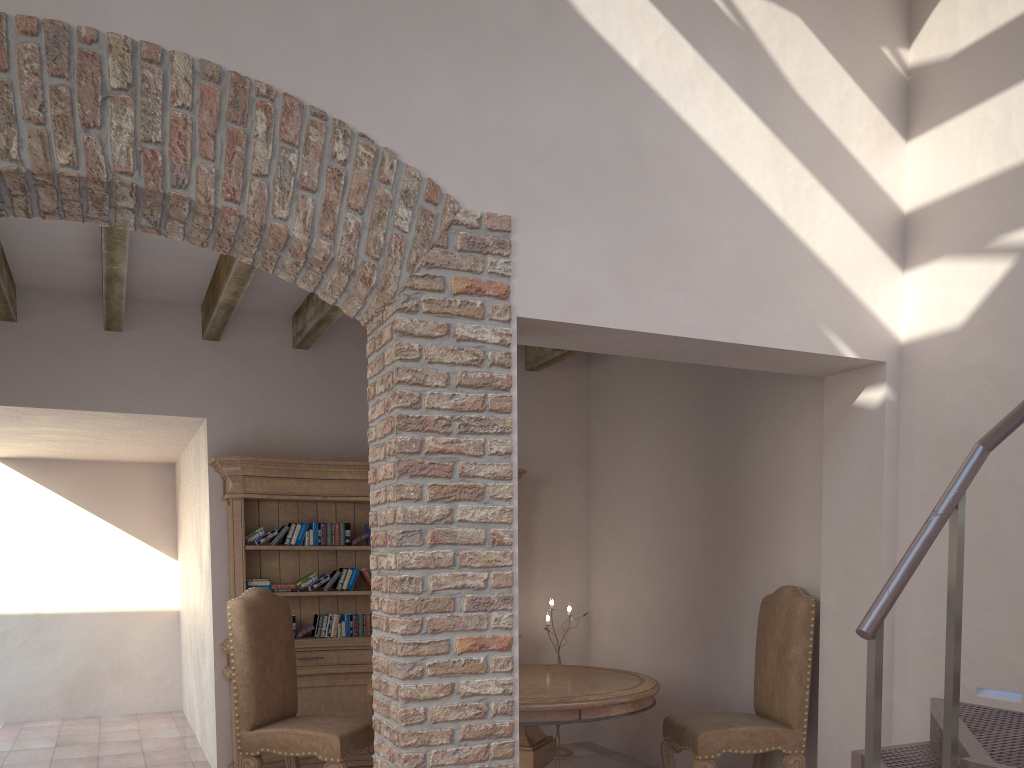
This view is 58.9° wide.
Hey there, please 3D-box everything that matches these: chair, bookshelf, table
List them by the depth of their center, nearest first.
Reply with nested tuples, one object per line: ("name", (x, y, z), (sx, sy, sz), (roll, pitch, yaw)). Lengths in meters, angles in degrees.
("chair", (-1.034, 1.656, 4.651), (0.634, 1.250, 0.548), (0, 2, 15))
("chair", (1.150, 1.651, 4.665), (0.643, 1.250, 0.540), (0, 2, -10))
("table", (0.017, 1.933, 4.791), (1.503, 0.742, 1.556), (-7, -11, 41))
("bookshelf", (-0.861, 1.530, 5.893), (2.042, 2.009, 0.478), (1, 2, -25))

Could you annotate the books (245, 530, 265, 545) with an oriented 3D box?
("books", (-1.585, 0.940, 5.540), (0.140, 0.100, 0.122), (2, -6, -25))

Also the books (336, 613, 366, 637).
("books", (-1.041, 1.551, 5.835), (0.183, 0.144, 0.135), (2, -4, -26))

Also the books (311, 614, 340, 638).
("books", (-1.186, 1.537, 5.765), (0.164, 0.150, 0.122), (2, -3, -25))

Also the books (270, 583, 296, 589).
("books", (-1.426, 1.257, 5.635), (0.145, 0.030, 0.123), (5, -11, -24))

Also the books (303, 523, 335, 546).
("books", (-1.218, 0.948, 5.711), (0.183, 0.144, 0.135), (2, -4, -26))

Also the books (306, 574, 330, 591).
("books", (-1.228, 1.254, 5.726), (0.143, 0.104, 0.122), (2, -5, -25))

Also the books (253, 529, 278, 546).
("books", (-1.518, 0.943, 5.571), (0.143, 0.104, 0.122), (2, -5, -25))

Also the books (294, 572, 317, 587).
("books", (-1.302, 1.227, 5.692), (0.133, 0.087, 0.119), (3, -6, -25))

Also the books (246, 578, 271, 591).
("books", (-1.568, 1.236, 5.568), (0.155, 0.081, 0.122), (3, -7, -25))

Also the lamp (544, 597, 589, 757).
("lamp", (0.376, 2.048, 6.372), (0.337, 1.135, 0.233), (0, 4, 8))

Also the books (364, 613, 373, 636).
("books", (-0.856, 1.568, 5.921), (0.227, 0.147, 0.122), (3, -3, -25))

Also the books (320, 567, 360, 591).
("books", (-1.098, 1.245, 5.786), (0.234, 0.148, 0.122), (3, -3, -25))

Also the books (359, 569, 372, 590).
("books", (-0.843, 1.271, 5.906), (0.293, 0.147, 0.122), (4, -3, -25))

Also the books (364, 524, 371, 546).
("books", (-0.874, 0.977, 5.871), (0.136, 0.147, 0.122), (1, -2, -25))

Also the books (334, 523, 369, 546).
("books", (-1.032, 0.964, 5.797), (0.227, 0.147, 0.122), (3, -3, -25))

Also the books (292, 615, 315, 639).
("books", (-1.354, 1.524, 5.687), (0.227, 0.147, 0.122), (3, -3, -25))

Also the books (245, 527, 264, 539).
("books", (-1.592, 0.916, 5.536), (0.133, 0.087, 0.119), (3, -6, -25))

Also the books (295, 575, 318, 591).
("books", (-1.295, 1.251, 5.695), (0.140, 0.100, 0.122), (2, -6, -25))

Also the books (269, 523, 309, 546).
("books", (-1.387, 0.935, 5.630), (0.234, 0.148, 0.122), (3, -3, -25))

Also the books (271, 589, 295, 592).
("books", (-1.434, 1.281, 5.633), (0.145, 0.017, 0.123), (5, -12, -24))

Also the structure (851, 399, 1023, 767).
("structure", (-0.657, -0.110, 0.654), (7.252, 3.230, 3.774), (4, -6, -25))
